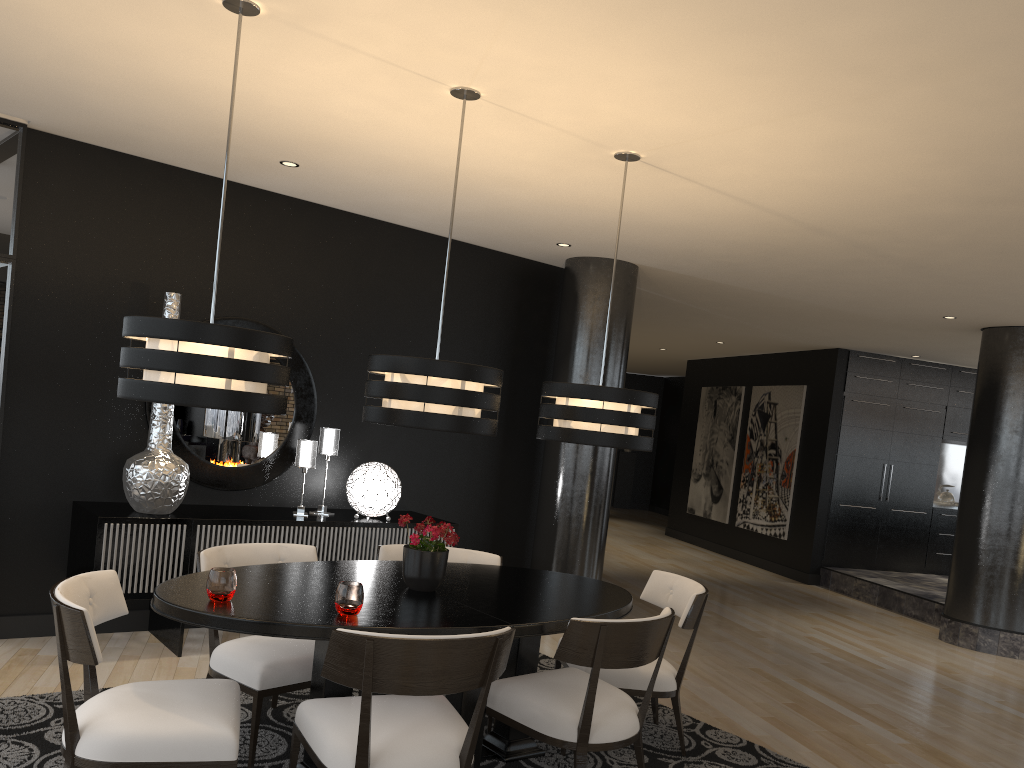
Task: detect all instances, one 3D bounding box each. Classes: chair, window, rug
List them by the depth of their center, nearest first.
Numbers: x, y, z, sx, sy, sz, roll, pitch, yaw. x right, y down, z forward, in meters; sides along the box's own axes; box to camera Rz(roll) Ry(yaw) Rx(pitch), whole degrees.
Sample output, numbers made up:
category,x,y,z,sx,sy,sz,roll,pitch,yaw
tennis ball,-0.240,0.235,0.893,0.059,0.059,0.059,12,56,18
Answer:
category,x,y,z,sx,sy,sz,roll,pitch,yaw
chair,-1.219,1.075,2.931,0.618,0.808,0.639,6,1,-17
chair,-0.388,1.170,2.982,0.645,0.808,0.612,6,1,-28
window,5.011,-0.228,3.146,15.957,4.796,10.075,8,-2,-29
chair,0.268,1.268,3.544,0.612,0.808,0.645,7,1,45
rug,-0.501,1.584,3.597,3.740,0.011,2.702,8,-3,-38
chair,-1.021,1.136,3.822,0.612,0.808,0.645,7,1,38
chair,-0.373,1.229,4.286,0.644,0.808,0.614,6,1,-10
chair,0.580,1.336,4.292,0.617,0.808,0.640,6,1,-9

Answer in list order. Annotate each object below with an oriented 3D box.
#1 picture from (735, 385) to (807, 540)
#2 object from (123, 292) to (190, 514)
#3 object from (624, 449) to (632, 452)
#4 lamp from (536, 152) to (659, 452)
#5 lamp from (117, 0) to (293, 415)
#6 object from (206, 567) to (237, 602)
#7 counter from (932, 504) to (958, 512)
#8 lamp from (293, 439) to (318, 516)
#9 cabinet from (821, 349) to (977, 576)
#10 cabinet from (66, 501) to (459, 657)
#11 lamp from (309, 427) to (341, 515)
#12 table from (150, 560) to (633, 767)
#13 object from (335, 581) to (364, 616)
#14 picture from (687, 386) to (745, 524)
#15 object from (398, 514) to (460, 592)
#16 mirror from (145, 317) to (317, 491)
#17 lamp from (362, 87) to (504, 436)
category,x,y,z,sx,sy,sz,roll,pitch,yaw
picture,3.271,0.959,11.164,0.077,1.878,1.149,6,2,-16
object,-1.918,0.107,4.855,0.345,1.212,0.341,5,3,-29
object,2.381,0.983,17.820,0.338,0.789,0.228,7,3,13
lamp,0.450,-0.380,4.037,0.538,1.333,0.532,5,3,-39
lamp,-0.959,-0.586,2.926,0.538,1.333,0.532,5,3,-39
object,-0.985,0.681,2.993,0.095,0.106,0.095,7,1,18
counter,6.304,1.662,11.292,2.868,0.034,0.728,7,-3,-16
lamp,-1.289,0.578,5.470,0.125,0.467,0.131,6,3,-16
cabinet,6.363,1.208,11.245,5.743,2.534,0.724,7,2,-16
cabinet,-1.453,1.178,5.442,2.248,0.768,0.606,8,0,-38
lamp,-1.184,0.554,5.622,0.132,0.552,0.124,7,3,14
table,-0.402,1.214,3.605,2.116,0.771,1.202,8,-2,-36
object,-0.552,0.729,3.000,0.095,0.106,0.095,6,1,-27
picture,2.891,0.975,12.513,0.077,1.878,1.149,6,2,-16
object,-0.338,0.683,3.560,0.238,0.299,0.227,6,1,-36
mirror,-1.707,0.129,5.463,1.081,1.081,0.025,6,2,-38
lamp,-0.254,-0.483,3.482,0.538,1.333,0.532,5,3,-39
